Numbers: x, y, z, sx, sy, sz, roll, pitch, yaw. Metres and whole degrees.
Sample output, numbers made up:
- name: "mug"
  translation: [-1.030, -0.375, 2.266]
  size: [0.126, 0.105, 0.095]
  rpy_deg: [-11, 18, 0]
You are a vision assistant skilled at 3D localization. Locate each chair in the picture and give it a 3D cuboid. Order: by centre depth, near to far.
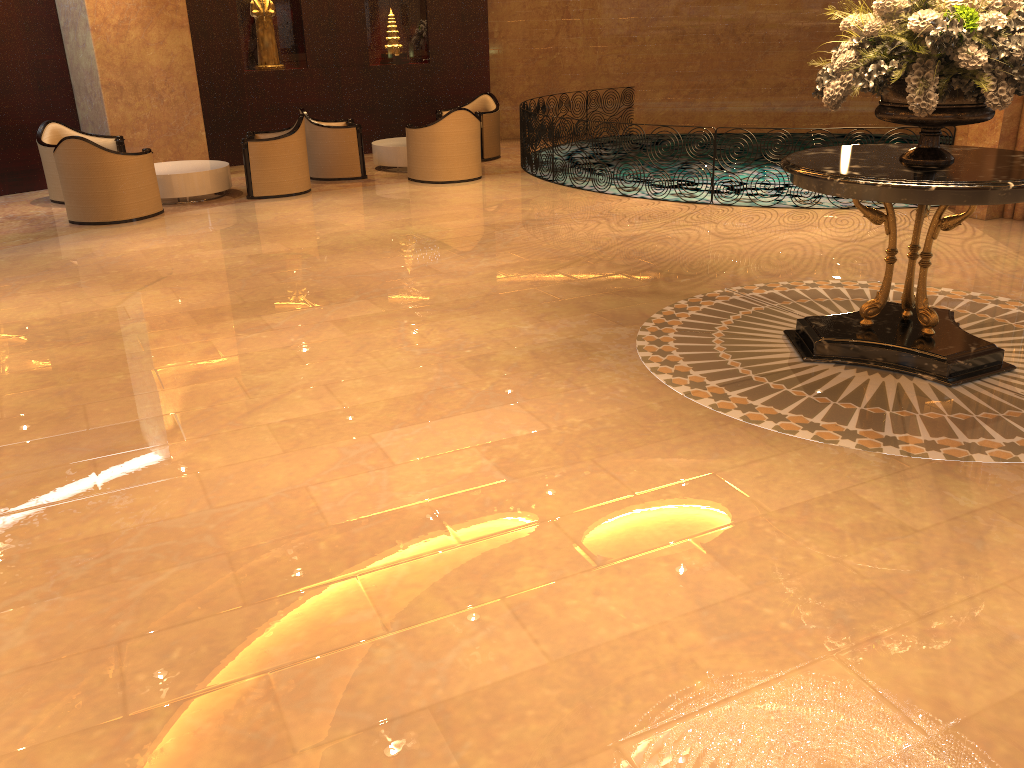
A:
- name: "chair"
  translation: [-4.387, -2.228, 9.491]
  size: [0.951, 0.916, 0.769]
  rpy_deg: [2, 22, 8]
- name: "chair"
  translation: [-5.276, -2.738, 10.816]
  size: [0.769, 0.916, 0.951]
  rpy_deg: [8, 24, 22]
- name: "chair"
  translation: [-2.876, -2.805, 10.821]
  size: [0.769, 0.916, 0.951]
  rpy_deg: [-6, 22, -10]
- name: "chair"
  translation: [-0.823, -3.102, 11.419]
  size: [0.951, 0.916, 0.769]
  rpy_deg: [-14, 25, -28]
- name: "chair"
  translation: [-2.415, -3.258, 11.913]
  size: [0.769, 0.916, 0.951]
  rpy_deg: [-8, 23, -15]
- name: "chair"
  translation: [-0.595, -3.885, 13.347]
  size: [0.951, 0.916, 0.769]
  rpy_deg: [15, 27, 36]

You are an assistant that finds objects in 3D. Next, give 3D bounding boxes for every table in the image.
- name: "table"
  translation: [2.265, -0.726, 5.074]
  size: [1.493, 1.089, 1.493]
  rpy_deg: [-15, 26, -30]
- name: "table"
  translation: [-4.038, -2.460, 10.793]
  size: [1.196, 0.354, 1.196]
  rpy_deg: [-1, 22, 1]
- name: "table"
  translation: [-1.384, -3.282, 12.652]
  size: [1.196, 0.354, 1.196]
  rpy_deg: [-1, 22, 1]

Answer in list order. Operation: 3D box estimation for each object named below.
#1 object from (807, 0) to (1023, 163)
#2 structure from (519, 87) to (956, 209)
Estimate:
- name: "object"
  translation: [2.270, -1.686, 4.667]
  size: [1.277, 0.999, 1.318]
  rpy_deg: [0, 22, 4]
- name: "structure"
  translation: [2.009, -3.353, 12.242]
  size: [3.815, 0.995, 7.624]
  rpy_deg: [-4, 22, -7]
